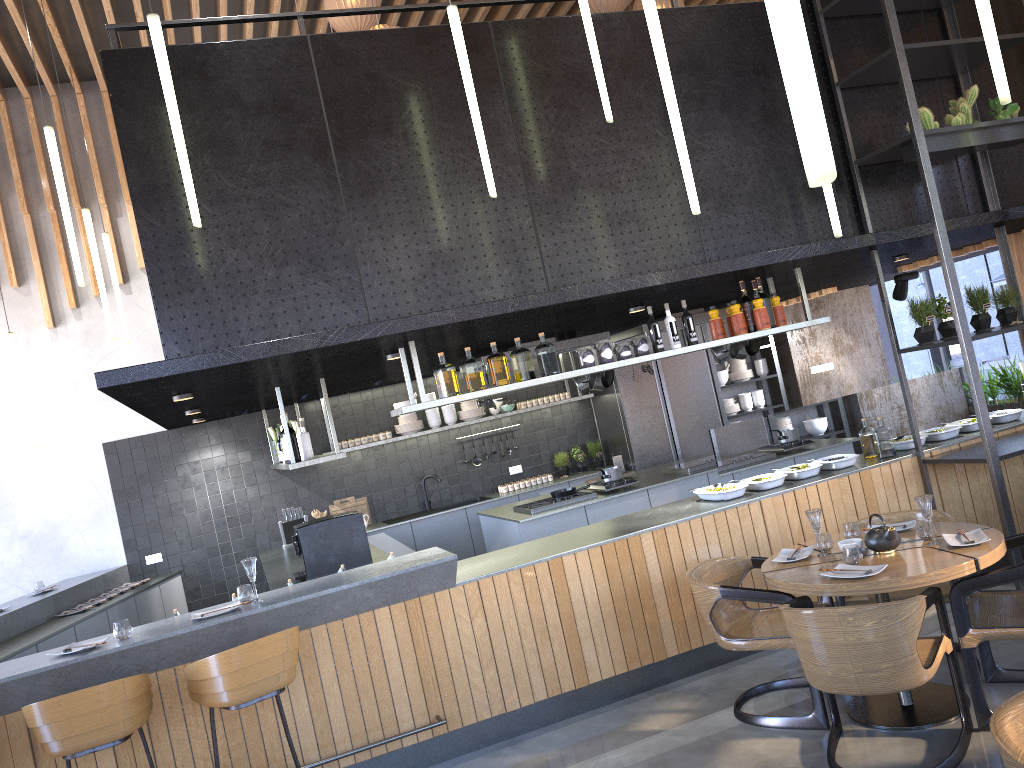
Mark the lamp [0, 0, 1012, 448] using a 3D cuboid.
[{"bbox_3d":[-1.899,-4.878,4.964,8.975,10.231,8.774,-12,-1,-20],"label":"lamp"}]

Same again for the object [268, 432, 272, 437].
[{"bbox_3d":[-2.321,0.616,8.964,0.220,0.330,0.054,-12,-1,-5],"label":"object"}]

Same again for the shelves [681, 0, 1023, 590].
[{"bbox_3d":[2.598,-1.440,8.179,1.247,5.690,5.494,-12,-1,-8],"label":"shelves"}]

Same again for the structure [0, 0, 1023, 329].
[{"bbox_3d":[-0.371,-0.975,4.618,10.399,5.894,10.127,-12,-1,-18],"label":"structure"}]

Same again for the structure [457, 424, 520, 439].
[{"bbox_3d":[-0.261,0.529,9.797,0.743,0.018,0.074,-12,-1,-18],"label":"structure"}]

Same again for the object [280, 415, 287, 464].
[{"bbox_3d":[-1.715,0.418,6.782,0.101,0.378,0.100,-12,-1,-25],"label":"object"}]

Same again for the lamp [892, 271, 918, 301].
[{"bbox_3d":[4.178,-1.075,9.500,0.270,0.367,0.302,-12,-1,-13],"label":"lamp"}]

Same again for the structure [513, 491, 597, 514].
[{"bbox_3d":[0.360,1.000,7.610,0.599,0.060,0.510,-12,-1,-18],"label":"structure"}]

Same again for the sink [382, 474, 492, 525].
[{"bbox_3d":[-0.813,1.221,9.299,1.111,0.547,0.498,-12,-1,-18],"label":"sink"}]

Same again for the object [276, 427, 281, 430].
[{"bbox_3d":[-2.270,0.592,8.814,0.093,0.347,0.057,-11,-2,-40],"label":"object"}]

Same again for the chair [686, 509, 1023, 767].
[{"bbox_3d":[0.530,1.414,2.421,9.749,0.759,4.352,-12,-1,-17],"label":"chair"}]

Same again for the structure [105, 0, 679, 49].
[{"bbox_3d":[0.230,-0.317,4.639,11.718,4.117,9.054,-12,-1,-19],"label":"structure"}]

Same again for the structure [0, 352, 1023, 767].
[{"bbox_3d":[-0.207,1.355,7.277,8.945,1.400,4.889,-12,-1,-18],"label":"structure"}]

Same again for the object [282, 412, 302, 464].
[{"bbox_3d":[-1.638,0.395,6.538,0.101,0.378,0.100,-12,-1,-25],"label":"object"}]

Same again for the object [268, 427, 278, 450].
[{"bbox_3d":[-2.339,0.598,8.798,0.105,0.365,0.047,-12,-1,0],"label":"object"}]

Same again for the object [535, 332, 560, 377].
[{"bbox_3d":[0.211,-0.184,5.529,0.105,0.274,0.105,-12,-1,-19],"label":"object"}]

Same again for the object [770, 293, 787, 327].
[{"bbox_3d":[1.842,-0.512,6.162,0.096,0.246,0.096,-13,-1,27],"label":"object"}]

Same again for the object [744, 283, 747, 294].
[{"bbox_3d":[1.642,-0.537,6.180,0.105,0.380,0.105,-12,-1,-33],"label":"object"}]

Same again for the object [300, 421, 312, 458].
[{"bbox_3d":[-1.657,0.447,7.069,0.073,0.305,0.072,-13,-1,24],"label":"object"}]

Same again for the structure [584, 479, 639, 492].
[{"bbox_3d":[0.860,0.872,7.779,0.317,0.060,0.502,-12,-1,-18],"label":"structure"}]

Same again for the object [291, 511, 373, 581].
[{"bbox_3d":[-1.357,1.185,6.513,0.562,0.400,0.322,-12,-1,-18],"label":"object"}]

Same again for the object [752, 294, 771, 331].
[{"bbox_3d":[1.671,-0.479,5.968,0.096,0.246,0.096,-13,-1,27],"label":"object"}]

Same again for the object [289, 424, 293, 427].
[{"bbox_3d":[-2.117,0.552,8.495,0.118,0.345,0.055,-13,-1,15],"label":"object"}]

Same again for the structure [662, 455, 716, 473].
[{"bbox_3d":[1.741,0.706,8.077,0.599,0.060,0.510,-12,-1,-18],"label":"structure"}]

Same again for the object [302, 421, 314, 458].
[{"bbox_3d":[-1.675,0.454,7.205,0.073,0.305,0.072,-13,-1,14],"label":"object"}]

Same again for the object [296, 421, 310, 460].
[{"bbox_3d":[-1.645,0.441,6.933,0.073,0.305,0.072,-12,-1,-31],"label":"object"}]

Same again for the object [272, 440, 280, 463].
[{"bbox_3d":[-2.251,0.656,8.891,0.248,0.231,0.234,-12,-1,-8],"label":"object"}]

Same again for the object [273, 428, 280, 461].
[{"bbox_3d":[-2.347,0.611,8.881,0.055,0.345,0.118,-12,-1,-3],"label":"object"}]

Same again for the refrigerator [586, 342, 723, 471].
[{"bbox_3d":[1.705,0.672,10.004,1.131,2.027,0.803,-12,-1,-18],"label":"refrigerator"}]

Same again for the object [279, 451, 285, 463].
[{"bbox_3d":[-1.996,0.639,7.912,0.159,0.110,0.172,-12,-1,-13],"label":"object"}]

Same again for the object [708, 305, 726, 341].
[{"bbox_3d":[1.402,-0.417,6.096,0.096,0.246,0.096,-13,-1,27],"label":"object"}]

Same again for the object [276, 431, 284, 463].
[{"bbox_3d":[-2.178,0.591,8.362,0.073,0.305,0.072,-12,-1,-22],"label":"object"}]

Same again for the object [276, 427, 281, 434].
[{"bbox_3d":[-2.184,0.577,8.544,0.054,0.330,0.220,-13,-1,13],"label":"object"}]

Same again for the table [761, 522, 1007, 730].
[{"bbox_3d":[1.616,1.040,1.164,10.659,0.968,6.876,-12,-1,-18],"label":"table"}]

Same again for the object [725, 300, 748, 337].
[{"bbox_3d":[1.532,-0.446,6.082,0.096,0.246,0.235,-12,-1,2],"label":"object"}]

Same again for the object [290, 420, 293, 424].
[{"bbox_3d":[-2.105,0.533,8.547,0.113,0.381,0.056,-13,-1,13],"label":"object"}]

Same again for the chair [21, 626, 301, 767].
[{"bbox_3d":[-3.542,2.224,5.203,2.787,1.047,5.395,-11,-2,-41],"label":"chair"}]

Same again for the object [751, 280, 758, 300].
[{"bbox_3d":[1.738,-0.557,6.249,0.105,0.380,0.105,-13,-1,32],"label":"object"}]

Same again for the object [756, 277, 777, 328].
[{"bbox_3d":[1.724,-0.557,6.082,0.105,0.380,0.105,-11,-2,-43],"label":"object"}]

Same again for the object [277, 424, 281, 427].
[{"bbox_3d":[-2.298,0.583,8.883,0.056,0.381,0.113,-12,-1,-5],"label":"object"}]

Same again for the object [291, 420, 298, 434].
[{"bbox_3d":[-2.038,0.525,8.479,0.047,0.365,0.105,-13,-1,18],"label":"object"}]

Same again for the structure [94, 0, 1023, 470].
[{"bbox_3d":[1.182,-1.183,7.854,8.600,2.382,4.958,-12,-1,-18],"label":"structure"}]

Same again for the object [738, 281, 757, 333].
[{"bbox_3d":[1.607,-0.532,6.073,0.105,0.380,0.105,-13,-1,12],"label":"object"}]

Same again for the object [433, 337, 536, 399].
[{"bbox_3d":[-0.166,-0.104,5.412,0.630,0.274,0.139,-12,-1,-20],"label":"object"}]

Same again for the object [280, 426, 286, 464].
[{"bbox_3d":[-1.819,0.485,7.124,0.073,0.305,0.072,-13,-1,25],"label":"object"}]

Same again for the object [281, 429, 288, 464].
[{"bbox_3d":[-1.677,0.407,6.661,0.101,0.378,0.100,-12,-1,-24],"label":"object"}]

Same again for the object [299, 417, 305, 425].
[{"bbox_3d":[-2.020,0.514,8.644,0.046,0.386,0.084,-11,-2,-37],"label":"object"}]

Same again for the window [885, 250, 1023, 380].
[{"bbox_3d":[0.664,-1.226,3.405,12.739,5.897,12.900,-12,-1,-18],"label":"window"}]

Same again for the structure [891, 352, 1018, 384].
[{"bbox_3d":[3.881,0.264,3.501,4.306,1.608,15.715,-13,-1,20],"label":"structure"}]
